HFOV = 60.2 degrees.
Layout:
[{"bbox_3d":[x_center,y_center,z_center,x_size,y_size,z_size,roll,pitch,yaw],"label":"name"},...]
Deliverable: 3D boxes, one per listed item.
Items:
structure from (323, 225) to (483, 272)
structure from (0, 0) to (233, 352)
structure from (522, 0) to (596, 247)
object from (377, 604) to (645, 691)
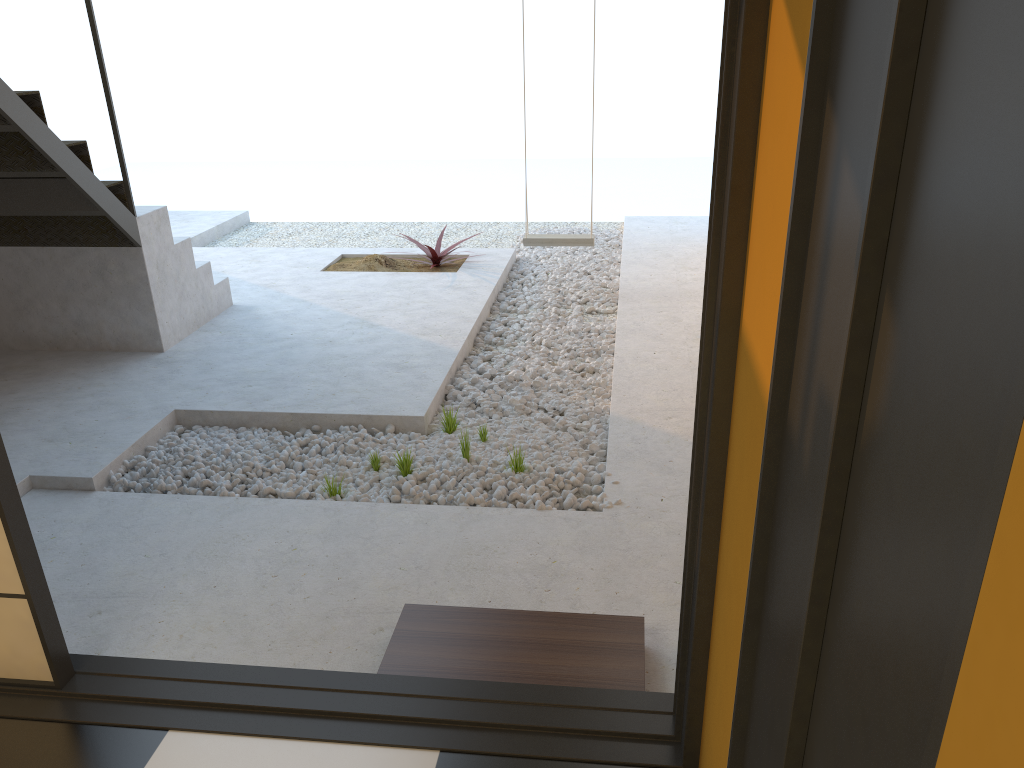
[{"bbox_3d":[-0.798,-0.974,6.608,1.203,0.303,0.720,1,23,7],"label":"structure"},{"bbox_3d":[-2.844,-1.194,2.009,1.158,4.095,6.316,2,23,7],"label":"structure"},{"bbox_3d":[0.286,-1.783,5.400,0.462,1.937,0.124,2,26,7],"label":"structure"},{"bbox_3d":[0.010,0.769,2.442,0.703,0.105,0.337,1,22,7],"label":"object"}]
